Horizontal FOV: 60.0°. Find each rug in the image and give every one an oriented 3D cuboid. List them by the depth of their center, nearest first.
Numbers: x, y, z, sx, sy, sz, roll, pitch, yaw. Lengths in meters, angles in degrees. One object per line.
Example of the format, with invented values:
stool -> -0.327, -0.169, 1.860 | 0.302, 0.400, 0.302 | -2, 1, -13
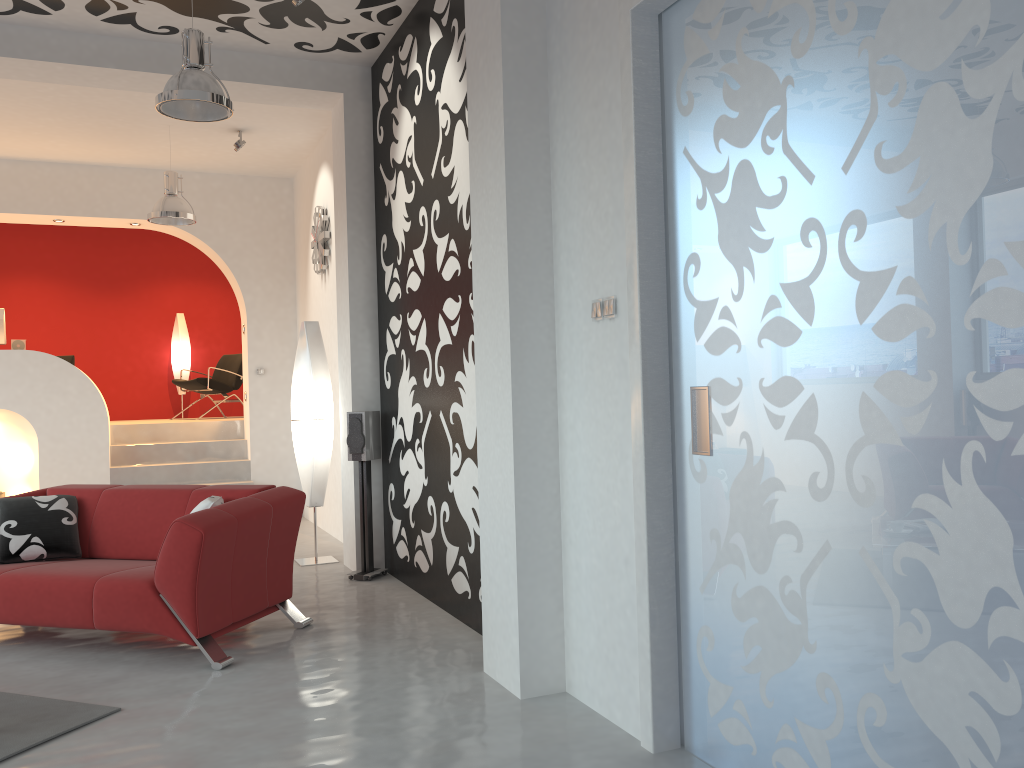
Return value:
rug -> -2.646, 1.310, 3.030 | 1.700, 0.025, 1.700 | -2, -1, 22

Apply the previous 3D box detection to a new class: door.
door -> 0.821, -0.069, 2.330 | 0.240, 2.550, 1.600 | -1, -1, -23

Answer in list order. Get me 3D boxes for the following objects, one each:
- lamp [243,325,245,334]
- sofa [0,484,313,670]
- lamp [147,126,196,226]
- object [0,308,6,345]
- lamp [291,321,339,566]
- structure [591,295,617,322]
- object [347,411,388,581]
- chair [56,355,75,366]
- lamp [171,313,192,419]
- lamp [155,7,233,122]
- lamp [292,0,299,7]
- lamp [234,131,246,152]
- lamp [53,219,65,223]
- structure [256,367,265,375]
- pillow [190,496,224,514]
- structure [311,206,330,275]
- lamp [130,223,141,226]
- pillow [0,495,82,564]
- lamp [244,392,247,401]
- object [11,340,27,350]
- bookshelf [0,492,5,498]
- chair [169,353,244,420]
lamp -> -2.791, -0.569, 9.228 | 0.011, 0.105, 0.105 | -1, -1, -23
sofa -> -2.107, 0.946, 4.671 | 1.929, 0.738, 0.951 | -2, -1, 17
lamp -> -2.821, -1.743, 7.332 | 0.379, 0.800, 0.379 | -2, -1, 38
object -> -5.195, -0.512, 8.644 | 0.458, 0.452, 0.230 | -1, -1, -23
lamp -> -1.477, 0.427, 6.589 | 0.313, 1.779, 0.313 | -2, -1, -15
structure -> 0.329, -0.271, 3.196 | 0.016, 0.080, 0.170 | -1, -1, -23
object -> -0.981, 0.739, 5.942 | 0.214, 1.112, 0.229 | -2, -1, 22
chair -> -5.366, 0.065, 9.974 | 0.664, 0.795, 0.768 | -2, -1, -3
lamp -> -4.241, -0.229, 11.374 | 0.237, 1.349, 0.237 | -2, -1, -15
lamp -> -1.646, -1.805, 4.573 | 0.379, 0.800, 0.379 | -1, -1, -30
lamp -> -1.139, -2.125, 4.784 | 0.112, 0.176, 0.118 | -2, -1, 19
lamp -> -2.314, -2.063, 7.543 | 0.112, 0.176, 0.118 | -2, -1, 19
lamp -> -4.380, -1.575, 8.574 | 0.105, 0.011, 0.105 | -1, -1, -34
structure -> -2.562, -0.128, 9.035 | 0.080, 0.080, 0.016 | -1, -1, -23
pillow -> -1.619, 0.754, 4.524 | 0.288, 0.343, 0.402 | -2, -1, -16
structure -> -1.695, -1.262, 7.790 | 0.090, 0.596, 0.596 | -1, -1, -23
lamp -> -3.754, -1.590, 8.841 | 0.105, 0.011, 0.105 | -1, -1, -34
pillow -> -2.572, 0.784, 4.819 | 0.402, 0.343, 0.288 | -1, -1, -31
lamp -> -2.771, 0.130, 9.221 | 0.011, 0.105, 0.105 | -1, -1, -23
object -> -4.907, -0.366, 8.817 | 0.133, 0.147, 0.151 | -1, -1, -40
bookshelf -> -6.051, 1.263, 7.784 | 2.764, 0.397, 0.405 | -1, -1, -23
chair -> -3.651, 0.023, 10.769 | 0.664, 0.795, 0.768 | -2, -1, 42
